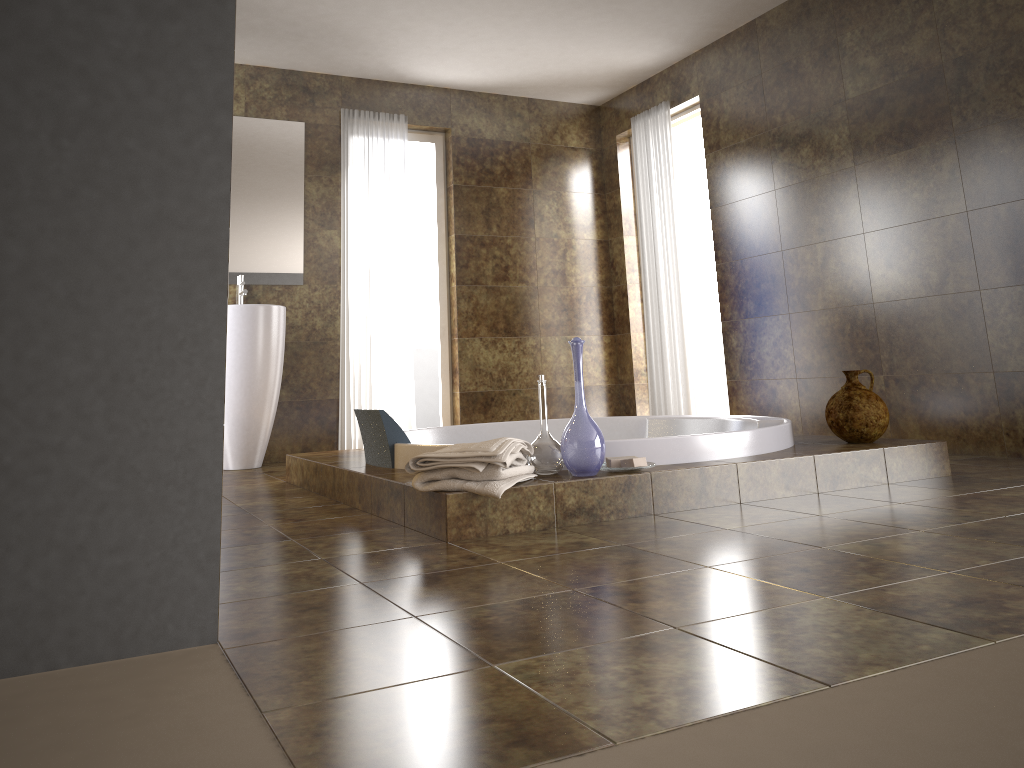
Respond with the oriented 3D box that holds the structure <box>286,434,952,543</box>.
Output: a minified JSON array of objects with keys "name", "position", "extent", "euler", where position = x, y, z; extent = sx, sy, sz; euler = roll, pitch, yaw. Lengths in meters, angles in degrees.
[{"name":"structure","position":[0.278,0.335,3.626],"extent":[2.002,0.128,1.956],"euler":[-3,0,-27]}]

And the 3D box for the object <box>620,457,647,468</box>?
[{"name":"object","position":[0.372,0.240,2.633],"extent":[0.053,0.035,0.071],"euler":[-1,-3,-26]}]

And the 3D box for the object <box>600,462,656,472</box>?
[{"name":"object","position":[0.350,0.261,2.682],"extent":[0.189,0.019,0.186],"euler":[-3,0,-38]}]

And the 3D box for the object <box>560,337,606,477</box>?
[{"name":"object","position":[0.210,0.065,2.657],"extent":[0.136,0.433,0.130],"euler":[1,-12,-19]}]

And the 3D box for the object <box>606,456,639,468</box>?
[{"name":"object","position":[0.347,0.245,2.697],"extent":[0.101,0.033,0.059],"euler":[-2,-3,-11]}]

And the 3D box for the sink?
[{"name":"sink","position":[-1.546,-0.097,4.998],"extent":[0.457,1.173,0.421],"euler":[2,-12,-23]}]

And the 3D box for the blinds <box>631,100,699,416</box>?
[{"name":"blinds","position":[1.014,-0.806,5.903],"extent":[0.068,2.350,0.467],"euler":[4,-13,-27]}]

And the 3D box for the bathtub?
[{"name":"bathtub","position":[0.277,0.327,3.626],"extent":[1.748,0.539,1.707],"euler":[-3,-1,4]}]

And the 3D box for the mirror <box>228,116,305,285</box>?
[{"name":"mirror","position":[-1.692,-1.161,5.424],"extent":[0.765,1.127,0.008],"euler":[1,-13,-25]}]

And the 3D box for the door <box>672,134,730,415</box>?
[{"name":"door","position":[1.485,-0.777,6.327],"extent":[0.960,2.299,0.038],"euler":[-4,-12,7]}]

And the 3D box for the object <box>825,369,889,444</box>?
[{"name":"object","position":[1.324,0.085,3.329],"extent":[0.226,0.284,0.226],"euler":[-8,-9,35]}]

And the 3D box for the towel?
[{"name":"towel","position":[-0.115,0.237,2.513],"extent":[0.337,0.155,0.314],"euler":[-3,-2,18]}]

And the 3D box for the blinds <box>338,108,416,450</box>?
[{"name":"blinds","position":[-0.886,-0.725,5.674],"extent":[0.516,2.338,0.065],"euler":[3,-13,-25]}]

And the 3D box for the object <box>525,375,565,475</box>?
[{"name":"object","position":[0.101,0.125,2.739],"extent":[0.130,0.318,0.125],"euler":[1,-11,-19]}]
